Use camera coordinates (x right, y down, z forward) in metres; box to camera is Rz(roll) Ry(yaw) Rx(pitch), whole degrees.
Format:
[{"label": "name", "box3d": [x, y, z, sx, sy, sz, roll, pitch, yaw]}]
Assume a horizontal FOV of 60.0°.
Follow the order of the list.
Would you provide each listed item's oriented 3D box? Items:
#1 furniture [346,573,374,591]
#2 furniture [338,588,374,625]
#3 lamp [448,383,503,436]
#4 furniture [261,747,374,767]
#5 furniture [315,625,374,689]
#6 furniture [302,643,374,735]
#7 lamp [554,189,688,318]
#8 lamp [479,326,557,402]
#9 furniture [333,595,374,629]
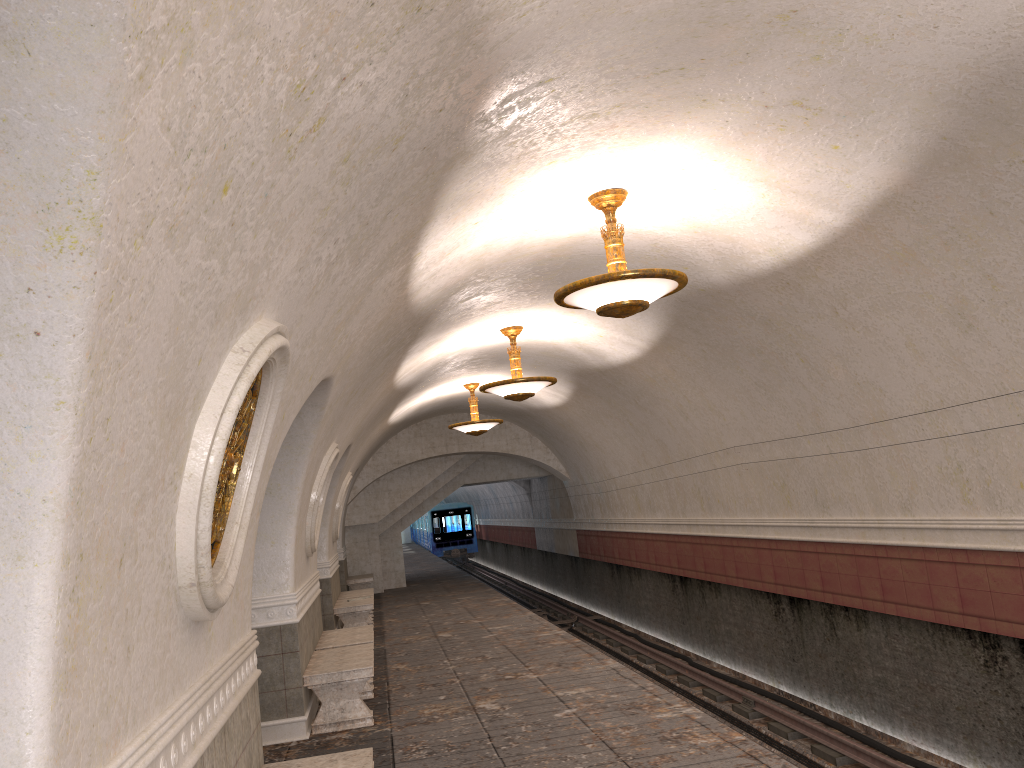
[{"label": "furniture", "box3d": [-3.478, 4.704, 20.446, 0.613, 0.508, 1.509, -5, -8, -10]}, {"label": "furniture", "box3d": [-2.774, 4.016, 15.931, 0.613, 0.508, 1.509, -5, -8, -10]}, {"label": "lamp", "box3d": [-0.687, 0.477, 16.137, 1.008, 0.955, 1.008, -12, -9, 36]}, {"label": "furniture", "box3d": [-0.949, 2.230, 4.223, 0.613, 0.508, 1.509, -5, -8, -10]}, {"label": "furniture", "box3d": [-1.866, 3.127, 10.106, 0.613, 0.508, 1.509, -5, -8, -10]}, {"label": "furniture", "box3d": [-1.610, 2.877, 8.463, 0.613, 0.508, 1.509, -5, -8, -10]}, {"label": "lamp", "box3d": [0.784, -0.962, 6.701, 1.008, 0.955, 1.008, -7, -8, 6]}, {"label": "lamp", "box3d": [0.049, -0.243, 11.418, 1.008, 0.955, 1.008, -7, -8, 6]}, {"label": "furniture", "box3d": [-2.518, 3.765, 14.288, 0.613, 0.508, 1.509, -5, -8, -10]}]
